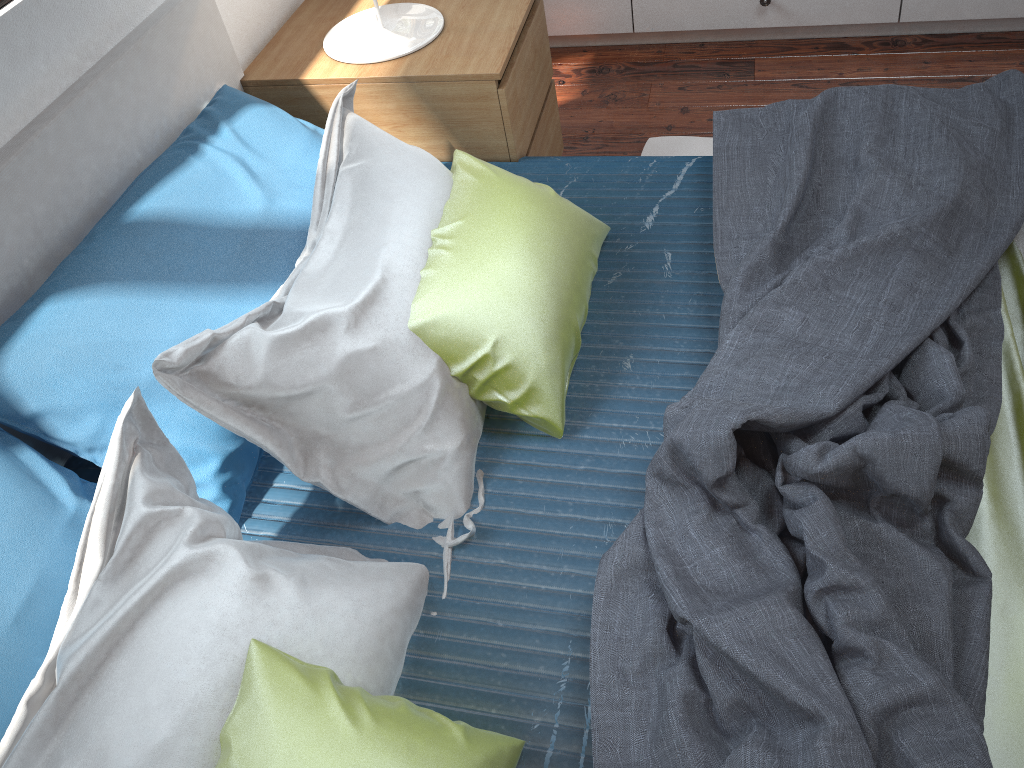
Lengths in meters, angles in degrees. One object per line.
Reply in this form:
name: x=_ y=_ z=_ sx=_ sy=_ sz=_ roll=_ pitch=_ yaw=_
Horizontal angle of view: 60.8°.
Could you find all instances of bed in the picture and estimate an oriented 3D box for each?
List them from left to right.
bed: x=0.420 y=0.176 z=1.070 sx=2.579 sy=0.708 sz=2.330 roll=4 pitch=46 yaw=15

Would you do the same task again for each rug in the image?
rug: x=0.944 y=0.425 z=1.172 sx=1.801 sy=0.045 sz=2.957 roll=2 pitch=46 yaw=14

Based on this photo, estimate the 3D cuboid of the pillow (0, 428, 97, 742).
pillow: x=-0.691 y=0.440 z=0.892 sx=0.347 sy=0.302 sz=0.995 roll=0 pitch=45 yaw=13

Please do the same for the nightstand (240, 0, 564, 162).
nightstand: x=-0.229 y=-0.636 z=2.167 sx=0.609 sy=0.495 sz=0.466 roll=3 pitch=46 yaw=15

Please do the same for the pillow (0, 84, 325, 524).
pillow: x=-0.509 y=-0.226 z=1.533 sx=0.366 sy=0.292 sz=1.005 roll=0 pitch=45 yaw=13

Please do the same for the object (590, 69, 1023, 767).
object: x=0.404 y=0.182 z=1.100 sx=0.633 sy=0.373 sz=2.301 roll=8 pitch=48 yaw=20

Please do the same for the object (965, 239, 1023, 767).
object: x=0.626 y=0.337 z=1.100 sx=0.490 sy=0.410 sz=2.300 roll=-1 pitch=45 yaw=11

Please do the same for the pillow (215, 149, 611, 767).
pillow: x=-0.103 y=0.167 z=1.116 sx=0.311 sy=0.201 sz=1.503 roll=2 pitch=46 yaw=14

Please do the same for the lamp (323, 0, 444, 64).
lamp: x=-0.336 y=-0.991 z=1.806 sx=0.405 sy=0.538 sz=0.444 roll=-4 pitch=44 yaw=9

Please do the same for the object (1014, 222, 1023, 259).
object: x=0.960 y=0.351 z=0.948 sx=0.535 sy=0.345 sz=2.354 roll=-1 pitch=45 yaw=11

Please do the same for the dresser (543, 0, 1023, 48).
dresser: x=1.140 y=-1.534 z=2.540 sx=3.119 sy=0.807 sz=0.671 roll=4 pitch=46 yaw=15

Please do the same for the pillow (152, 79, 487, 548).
pillow: x=-0.201 y=-0.209 z=1.441 sx=0.359 sy=0.358 sz=0.931 roll=-2 pitch=45 yaw=11

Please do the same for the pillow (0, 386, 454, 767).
pillow: x=-0.376 y=0.447 z=0.867 sx=0.472 sy=0.329 sz=0.953 roll=-1 pitch=45 yaw=11
